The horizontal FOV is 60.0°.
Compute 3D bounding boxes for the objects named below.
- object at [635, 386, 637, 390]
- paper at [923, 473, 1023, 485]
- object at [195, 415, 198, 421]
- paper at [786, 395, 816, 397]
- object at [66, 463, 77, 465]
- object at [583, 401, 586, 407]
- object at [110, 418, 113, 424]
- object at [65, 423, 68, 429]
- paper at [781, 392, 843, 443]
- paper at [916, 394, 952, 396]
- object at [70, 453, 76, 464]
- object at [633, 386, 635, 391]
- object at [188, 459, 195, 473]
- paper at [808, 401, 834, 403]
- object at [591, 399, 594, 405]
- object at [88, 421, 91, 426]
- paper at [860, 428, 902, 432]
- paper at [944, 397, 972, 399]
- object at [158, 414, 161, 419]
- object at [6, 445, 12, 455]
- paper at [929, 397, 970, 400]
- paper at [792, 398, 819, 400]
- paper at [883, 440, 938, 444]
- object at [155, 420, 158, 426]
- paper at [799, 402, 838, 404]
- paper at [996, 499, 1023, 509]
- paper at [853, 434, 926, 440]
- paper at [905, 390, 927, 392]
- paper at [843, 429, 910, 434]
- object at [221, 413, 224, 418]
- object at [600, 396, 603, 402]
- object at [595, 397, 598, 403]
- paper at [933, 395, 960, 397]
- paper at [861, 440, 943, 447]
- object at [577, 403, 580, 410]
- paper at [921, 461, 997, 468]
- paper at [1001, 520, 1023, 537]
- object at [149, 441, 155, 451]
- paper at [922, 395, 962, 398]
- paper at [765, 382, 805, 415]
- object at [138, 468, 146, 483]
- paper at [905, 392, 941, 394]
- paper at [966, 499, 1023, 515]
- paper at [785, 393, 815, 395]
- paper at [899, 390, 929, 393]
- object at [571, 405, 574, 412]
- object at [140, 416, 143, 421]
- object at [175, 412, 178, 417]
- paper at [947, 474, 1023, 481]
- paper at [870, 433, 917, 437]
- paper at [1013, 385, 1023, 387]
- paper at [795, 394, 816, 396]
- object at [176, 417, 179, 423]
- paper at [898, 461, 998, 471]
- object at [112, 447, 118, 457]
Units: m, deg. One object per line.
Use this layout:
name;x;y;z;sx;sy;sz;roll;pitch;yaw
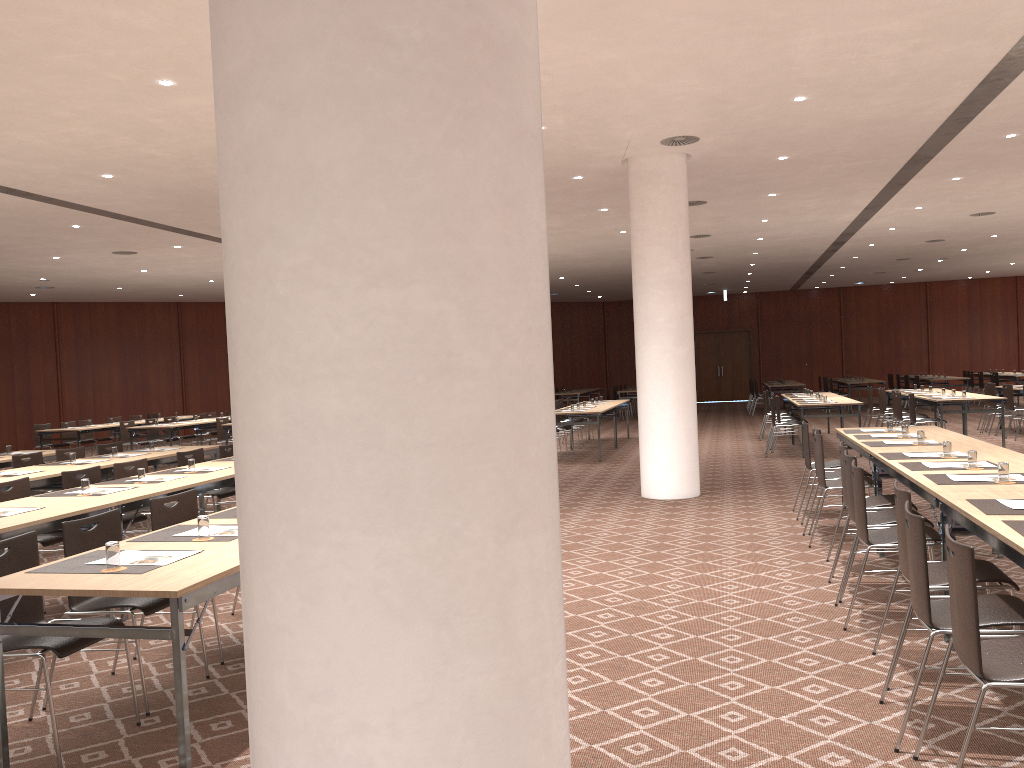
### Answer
object;3.568;0.108;25.506;0.054;0.114;0.054;-4;2;-43
paper;2.750;0.554;5.184;0.565;0.003;0.460;-2;1;15
object;-6.445;0.698;18.094;0.054;0.114;0.054;-3;1;2
paper;5.551;0.221;17.026;0.565;0.003;0.460;-2;1;12
object;-4.510;0.821;9.086;0.102;0.001;0.102;-3;1;2
object;1.326;0.371;16.217;0.054;0.114;0.054;-3;2;-20
object;-8.383;0.780;18.569;0.054;0.114;0.054;-3;1;2
object;-8.690;0.816;17.302;0.054;0.114;0.054;-3;1;2
paper;5.733;0.632;16.992;0.953;0.833;2.266;-2;1;14
paper;7.137;0.183;14.970;0.565;0.003;0.460;-2;1;14
object;-4.503;0.763;9.092;0.054;0.114;0.054;-4;2;-43
object;3.410;0.126;24.877;0.054;0.114;0.054;-4;2;-43
object;-2.776;0.707;7.685;0.054;0.114;0.054;-4;2;-43
paper;4.962;0.293;14.209;0.398;0.006;0.283;-2;1;17
object;1.560;0.344;17.152;0.054;0.114;0.054;-4;2;-43
object;-8.544;0.798;17.944;0.054;0.114;0.054;-3;1;2
paper;3.634;0.449;8.681;0.398;0.006;0.283;-2;1;14
paper;6.893;0.212;13.750;0.398;0.006;0.283;-2;1;15
object;-8.008;0.735;20.149;0.054;0.114;0.054;-3;2;-20
object;-6.143;0.809;10.831;0.054;0.114;0.054;-3;2;-20
paper;6.804;0.220;13.711;0.565;0.003;0.460;-2;1;12
paper;5.176;0.265;15.461;0.565;0.003;0.460;-2;1;15
paper;3.331;0.485;7.416;0.398;0.006;0.283;-2;1;16
object;-6.741;0.734;16.825;0.054;0.114;0.054;-3;1;2
paper;4.880;0.302;14.157;0.565;0.003;0.460;-2;1;11
paper;2.577;0.574;4.246;0.398;0.006;0.283;-2;1;13
paper;3.406;0.475;8.015;0.565;0.003;0.460;-2;1;16
paper;7.570;0.132;16.588;0.398;0.006;0.283;-2;1;12
paper;3.535;0.459;8.635;0.565;0.003;0.460;-2;1;17
object;-6.221;0.672;19.030;0.054;0.114;0.054;-3;2;-20
object;1.856;0.309;18.409;0.054;0.114;0.054;-4;2;-43
object;1.702;0.327;17.781;0.054;0.114;0.054;-4;2;-43
paper;7.044;0.194;14.372;0.398;0.006;0.283;-2;1;17
paper;3.239;0.494;7.370;0.565;0.003;0.460;-2;1;11
object;1.165;0.390;15.579;0.054;0.114;0.054;-3;2;-20
paper;2.936;0.530;5.836;0.398;0.006;0.283;-2;1;14
paper;2.367;0.599;3.617;0.565;0.003;0.460;-2;1;16
object;-4.206;0.728;10.359;0.054;0.114;0.054;-3;2;-20
paper;6.998;0.200;14.362;0.565;0.003;0.460;-2;1;11
paper;7.594;0.413;24.710;0.953;0.833;2.266;-2;1;14
object;-2.943;0.726;7.045;0.054;0.114;0.054;-4;2;-43
paper;7.350;0.157;15.904;0.565;0.003;0.460;-2;1;15
paper;2.511;0.582;4.205;0.565;0.003;0.460;-2;1;16
paper;5.728;0.202;17.643;0.565;0.003;0.460;-2;1;14
paper;7.517;0.139;16.525;0.565;0.003;0.460;-2;1;14
object;1.017;0.407;14.939;0.054;0.114;0.054;-3;2;-20
object;-8.162;0.753;19.512;0.054;0.114;0.054;-3;2;-20
object;-7.861;0.718;20.775;0.054;0.114;0.054;-3;2;-20
paper;2.784;0.548;5.192;0.398;0.006;0.283;-2;1;17
paper;3.482;0.467;8.059;0.398;0.006;0.283;-2;1;17
paper;9.607;0.039;16.708;0.565;0.003;0.460;-2;1;15
paper;5.652;0.212;17.060;0.398;0.006;0.283;-2;1;13
object;-6.598;0.716;17.474;0.054;0.114;0.054;-3;1;2
paper;2.883;0.537;5.829;0.565;0.003;0.460;-2;1;13
object;-4.353;0.745;9.717;0.054;0.114;0.054;-4;2;-43
